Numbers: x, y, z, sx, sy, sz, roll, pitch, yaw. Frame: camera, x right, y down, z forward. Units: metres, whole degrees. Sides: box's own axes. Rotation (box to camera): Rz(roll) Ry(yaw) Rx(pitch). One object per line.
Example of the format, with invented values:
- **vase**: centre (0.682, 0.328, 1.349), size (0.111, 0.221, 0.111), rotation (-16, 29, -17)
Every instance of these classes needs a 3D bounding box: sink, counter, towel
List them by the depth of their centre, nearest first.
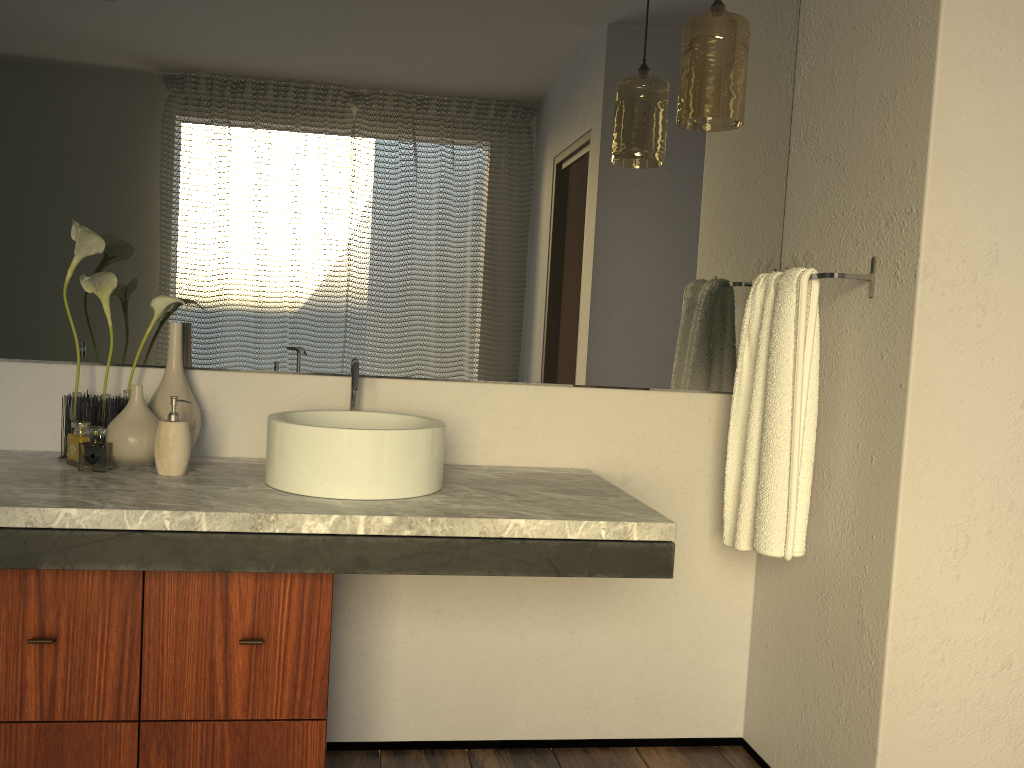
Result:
- **counter**: centre (-0.873, 0.227, 1.712), size (2.243, 0.101, 0.591), rotation (3, 3, -8)
- **sink**: centre (-0.316, 0.136, 1.797), size (0.349, 0.131, 0.365), rotation (1, 4, -32)
- **towel**: centre (0.576, 0.066, 1.960), size (0.162, 0.636, 0.256), rotation (4, 4, 8)

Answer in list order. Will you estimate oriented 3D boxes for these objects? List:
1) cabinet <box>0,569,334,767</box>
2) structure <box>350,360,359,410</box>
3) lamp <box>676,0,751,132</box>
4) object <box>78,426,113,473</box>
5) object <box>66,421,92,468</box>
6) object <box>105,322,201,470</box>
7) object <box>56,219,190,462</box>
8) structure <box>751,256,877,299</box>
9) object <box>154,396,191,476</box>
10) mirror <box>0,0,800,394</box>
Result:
- **cabinet**: centre (-0.703, 0.579, 1.799), size (0.654, 0.600, 0.516), rotation (3, 4, -9)
- **structure**: centre (-0.371, 0.068, 1.952), size (0.066, 0.242, 0.165), rotation (3, 4, -7)
- **lamp**: centre (0.444, -0.982, 1.853), size (0.142, 0.867, 0.136), rotation (6, 4, 33)
- **object**: centre (-0.830, 0.128, 1.766), size (0.057, 0.090, 0.039), rotation (3, 4, 1)
- **object**: centre (-0.885, 0.124, 1.818), size (0.067, 0.092, 0.038), rotation (6, 5, 41)
- **object**: centre (-0.757, 0.021, 1.883), size (0.122, 0.305, 0.236), rotation (4, 4, 16)
- **object**: centre (-0.835, -0.084, 1.897), size (0.238, 0.504, 0.192), rotation (1, 4, -31)
- **structure**: centre (0.651, -0.230, 1.959), size (0.101, 0.088, 0.372), rotation (3, 3, -11)
- **object**: centre (-0.682, 0.103, 1.783), size (0.069, 0.158, 0.072), rotation (1, 4, -27)
- **mirror**: centre (-1.330, -0.637, 1.880), size (4.050, 1.152, 0.017), rotation (3, 4, -8)
